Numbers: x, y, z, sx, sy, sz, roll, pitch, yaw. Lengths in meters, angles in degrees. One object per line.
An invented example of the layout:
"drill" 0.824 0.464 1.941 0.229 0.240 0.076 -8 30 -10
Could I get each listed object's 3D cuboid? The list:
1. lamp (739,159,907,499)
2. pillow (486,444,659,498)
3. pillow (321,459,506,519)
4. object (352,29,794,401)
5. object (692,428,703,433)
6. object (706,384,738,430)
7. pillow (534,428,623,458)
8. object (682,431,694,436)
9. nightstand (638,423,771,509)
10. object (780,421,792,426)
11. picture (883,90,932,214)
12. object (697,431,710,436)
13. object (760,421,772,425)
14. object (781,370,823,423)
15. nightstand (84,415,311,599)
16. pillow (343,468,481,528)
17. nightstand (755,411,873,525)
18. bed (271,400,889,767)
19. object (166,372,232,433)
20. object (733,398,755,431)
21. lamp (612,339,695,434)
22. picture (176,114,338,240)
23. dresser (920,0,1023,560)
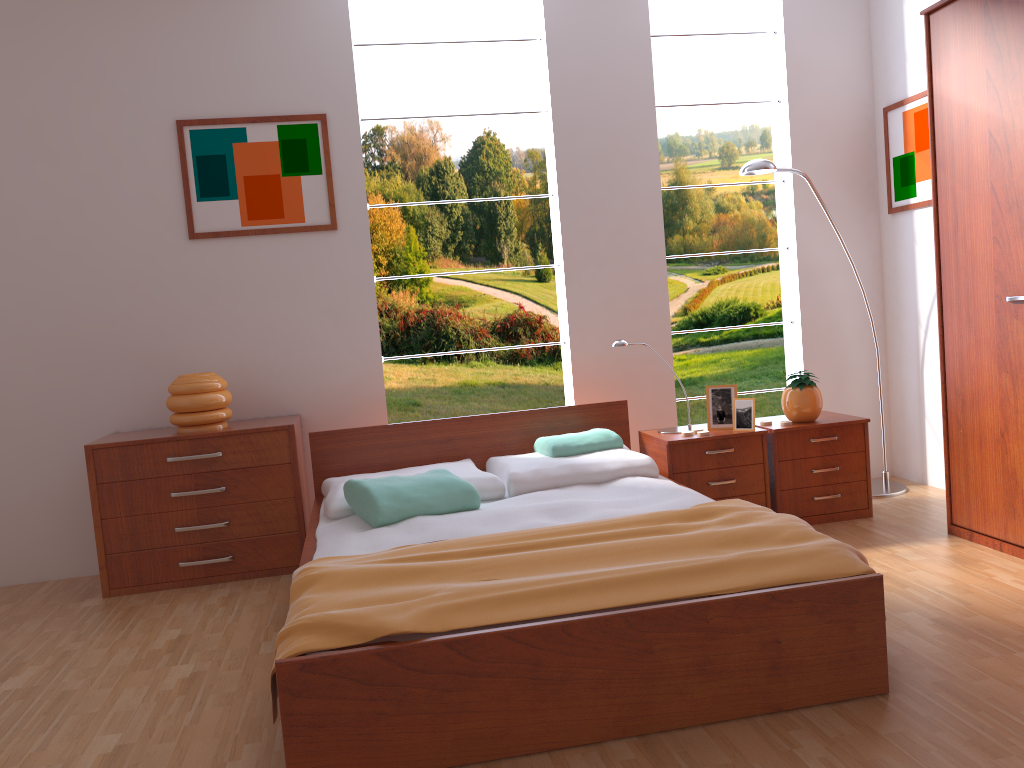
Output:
"lamp" 1.485 -0.245 4.136 0.799 1.603 0.387 -8 6 -37
"pillow" 0.242 0.360 3.701 0.630 0.182 0.574 -6 5 -11
"pillow" -0.423 0.426 3.566 0.682 0.157 0.574 -6 5 -16
"object" 0.405 -0.770 4.319 2.205 1.815 0.033 -6 5 -10
"object" 0.790 0.201 3.775 0.049 0.018 0.049 -7 5 -23
"object" 0.902 0.101 3.803 0.131 0.191 0.037 -3 5 20
"pillow" 0.278 0.262 3.776 0.322 0.116 0.276 -6 5 -13
"object" 0.737 0.210 3.723 0.049 0.018 0.049 -7 5 -23
"nightstand" 0.832 0.420 3.843 0.439 0.442 0.377 -6 5 -10
"object" 1.170 0.169 3.783 0.049 0.018 0.049 -7 5 -23
"picture" 1.910 -1.077 4.054 0.030 0.517 0.645 -6 5 -10
"object" 0.797 0.207 3.692 0.049 0.018 0.049 -7 5 -23
"object" 1.100 0.170 3.839 0.049 0.018 0.049 -7 5 -23
"object" 1.254 0.054 3.840 0.169 0.223 0.170 -7 5 -30
"nightstand" -1.300 0.502 3.785 0.815 0.626 0.428 -6 5 -10
"pillow" -0.364 0.407 3.222 0.425 0.164 0.334 -8 5 -33
"nightstand" 1.288 0.376 3.922 0.439 0.442 0.377 -6 5 -10
"bed" 0.092 0.473 3.002 1.632 0.560 1.990 -6 5 -10
"object" -1.321 0.076 3.752 0.264 0.244 0.264 -4 5 7
"object" 0.971 0.128 3.710 0.094 0.137 0.027 -2 5 35
"lamp" 0.620 0.006 3.823 0.337 0.421 0.163 -7 5 -22
"picture" -1.129 -0.924 3.948 0.645 0.517 0.030 -6 5 -10
"dresser" 2.014 -0.355 2.439 0.487 2.004 2.017 -6 5 -10
